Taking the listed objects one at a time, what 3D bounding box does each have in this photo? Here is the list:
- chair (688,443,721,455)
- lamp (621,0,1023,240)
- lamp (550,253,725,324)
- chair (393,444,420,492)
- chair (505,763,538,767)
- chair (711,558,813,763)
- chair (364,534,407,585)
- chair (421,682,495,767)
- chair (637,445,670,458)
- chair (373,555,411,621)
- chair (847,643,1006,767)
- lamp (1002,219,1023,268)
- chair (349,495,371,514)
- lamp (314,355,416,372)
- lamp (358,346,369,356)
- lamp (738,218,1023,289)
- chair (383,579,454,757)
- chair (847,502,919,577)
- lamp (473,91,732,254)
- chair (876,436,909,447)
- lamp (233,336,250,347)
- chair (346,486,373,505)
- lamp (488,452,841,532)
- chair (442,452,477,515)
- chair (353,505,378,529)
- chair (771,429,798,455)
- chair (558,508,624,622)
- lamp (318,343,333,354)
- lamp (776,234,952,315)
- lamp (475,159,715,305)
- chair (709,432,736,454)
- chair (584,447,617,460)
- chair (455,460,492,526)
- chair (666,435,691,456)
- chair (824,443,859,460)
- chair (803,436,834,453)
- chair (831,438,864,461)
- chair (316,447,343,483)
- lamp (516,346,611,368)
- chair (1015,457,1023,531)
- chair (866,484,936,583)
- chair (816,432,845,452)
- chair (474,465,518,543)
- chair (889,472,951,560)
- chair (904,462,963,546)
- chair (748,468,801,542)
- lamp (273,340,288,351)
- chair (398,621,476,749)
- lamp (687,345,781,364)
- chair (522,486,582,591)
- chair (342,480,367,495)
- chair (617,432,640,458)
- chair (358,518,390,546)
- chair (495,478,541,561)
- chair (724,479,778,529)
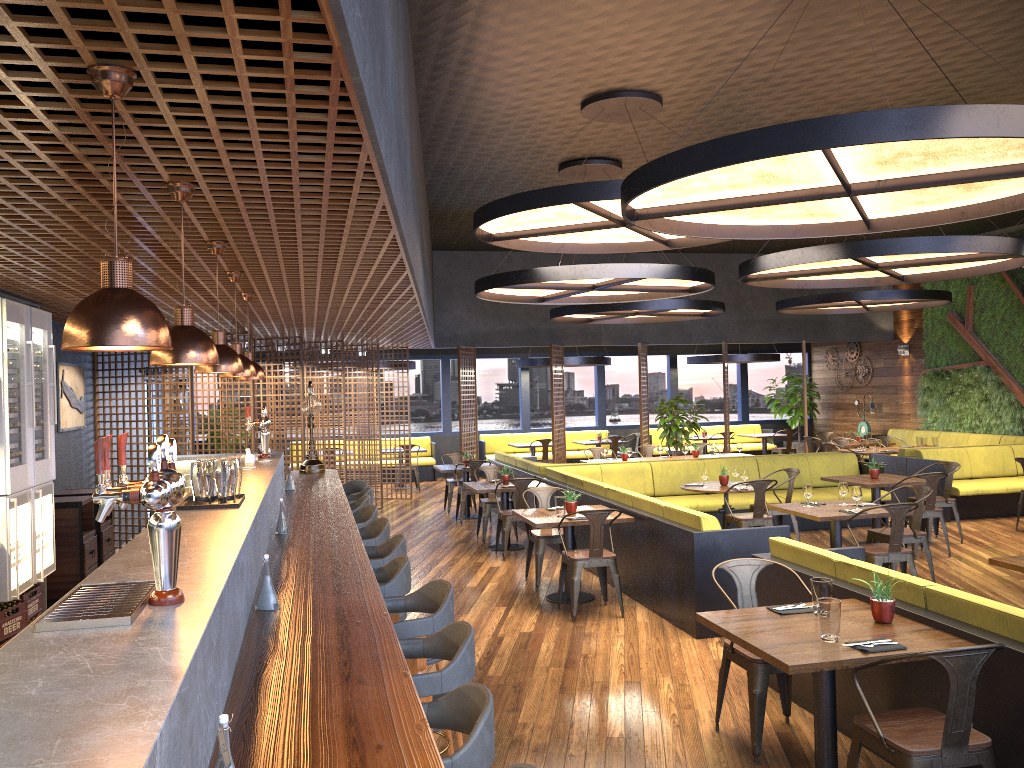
[{"bbox_3d":[3.201,1.445,14.691,0.504,0.917,0.541,-1,0,-13],"label":"chair"},{"bbox_3d":[2.049,-1.856,5.438,2.778,1.475,2.778,-2,0,42],"label":"lamp"},{"bbox_3d":[1.984,-1.808,14.268,2.778,1.475,2.778,-1,0,-13],"label":"lamp"},{"bbox_3d":[-2.002,1.592,16.886,0.504,0.917,0.541,-1,0,-13],"label":"chair"},{"bbox_3d":[-0.118,1.399,1.924,0.438,1.048,0.483,-1,0,-42],"label":"chair"},{"bbox_3d":[1.365,1.440,4.753,0.504,0.917,0.541,-1,0,-13],"label":"chair"},{"bbox_3d":[-0.836,1.435,5.258,0.438,1.048,0.483,-2,0,16],"label":"chair"},{"bbox_3d":[-0.263,1.406,2.503,0.438,1.048,0.483,-1,0,-42],"label":"chair"},{"bbox_3d":[2.324,1.467,14.490,0.504,0.917,0.541,-1,0,-13],"label":"chair"},{"bbox_3d":[-0.737,1.429,4.580,0.438,1.048,0.483,-1,0,-42],"label":"chair"},{"bbox_3d":[1.647,1.426,3.522,0.504,0.917,0.541,-1,0,-13],"label":"chair"},{"bbox_3d":[7.043,-2.137,10.395,2.778,1.159,2.778,-1,0,-23],"label":"lamp"},{"bbox_3d":[-1.395,1.461,7.406,0.438,1.048,0.483,-1,0,-42],"label":"chair"},{"bbox_3d":[-2.928,-1.358,17.574,1.979,2.172,1.979,-1,0,-6],"label":"lamp"},{"bbox_3d":[-2.595,-0.569,15.361,0.228,0.172,0.228,-1,0,-13],"label":"lamp"},{"bbox_3d":[3.759,-1.881,9.171,2.778,1.475,2.778,-2,0,36],"label":"lamp"},{"bbox_3d":[-0.464,1.419,3.905,0.438,1.048,0.483,-2,0,7],"label":"chair"},{"bbox_3d":[3.064,1.410,7.334,0.504,0.917,0.541,-1,0,-13],"label":"chair"},{"bbox_3d":[1.021,-1.992,8.157,2.778,1.159,2.778,-2,0,37],"label":"lamp"},{"bbox_3d":[6.553,1.360,15.213,0.504,0.917,0.541,-1,0,-13],"label":"chair"},{"bbox_3d":[-3.634,-0.560,11.911,0.228,0.172,0.228,-1,0,-13],"label":"lamp"},{"bbox_3d":[-1.470,1.467,8.027,0.438,1.048,0.483,-2,0,16],"label":"chair"},{"bbox_3d":[-0.097,0.624,12.743,9.057,2.714,3.017,-1,0,-13],"label":"lamp"},{"bbox_3d":[-0.831,1.546,13.910,0.504,0.917,0.541,-1,0,-13],"label":"chair"},{"bbox_3d":[-1.217,1.453,6.650,0.438,1.048,0.483,-1,0,1],"label":"chair"},{"bbox_3d":[5.741,1.400,18.661,0.504,0.917,0.541,-1,0,-13],"label":"chair"},{"bbox_3d":[0.656,1.473,7.446,0.504,0.917,0.541,-1,0,-13],"label":"chair"},{"bbox_3d":[-2.986,-0.565,14.188,0.228,0.172,0.228,-1,0,-13],"label":"lamp"},{"bbox_3d":[5.921,-1.982,15.090,2.778,1.362,2.778,-2,0,42],"label":"lamp"},{"bbox_3d":[0.937,-1.801,10.394,2.778,1.475,2.778,-1,0,-9],"label":"lamp"},{"bbox_3d":[4.347,1.434,18.341,0.504,0.917,0.541,-1,0,-13],"label":"chair"},{"bbox_3d":[1.440,1.489,14.288,0.504,0.917,0.541,-1,0,-13],"label":"chair"},{"bbox_3d":[-0.557,1.532,12.714,0.504,0.917,0.541,-1,0,-13],"label":"chair"},{"bbox_3d":[3.518,1.459,18.918,0.541,0.917,0.504,-1,0,-13],"label":"chair"},{"bbox_3d":[5.280,1.388,14.143,0.541,0.917,0.504,-1,0,-13],"label":"chair"},{"bbox_3d":[5.573,1.390,16.039,0.541,0.917,0.504,-1,0,-13],"label":"chair"},{"bbox_3d":[5.707,1.381,15.019,0.504,0.917,0.541,-1,0,-13],"label":"chair"},{"bbox_3d":[-3.396,1.627,16.566,0.504,0.917,0.541,-1,0,-13],"label":"chair"},{"bbox_3d":[1.044,-1.457,18.484,1.979,2.172,1.979,-2,0,32],"label":"lamp"},{"bbox_3d":[6.437,1.340,10.763,0.541,0.917,0.504,-1,0,-13],"label":"chair"},{"bbox_3d":[3.579,1.401,8.169,0.541,0.917,0.504,-1,0,-13],"label":"chair"},{"bbox_3d":[6.115,1.381,16.929,0.504,0.917,0.541,-1,0,-13],"label":"chair"},{"bbox_3d":[-0.209,1.516,11.294,0.504,0.917,0.541,-1,0,-13],"label":"chair"},{"bbox_3d":[4.391,1.387,9.551,0.504,0.917,0.541,-1,0,-13],"label":"chair"},{"bbox_3d":[4.925,1.377,10.338,0.541,0.917,0.504,-1,0,-13],"label":"chair"},{"bbox_3d":[2.986,1.426,10.068,0.541,0.917,0.504,-1,0,-13],"label":"chair"},{"bbox_3d":[-3.404,-0.560,13.039,0.228,0.172,0.228,-1,0,-13],"label":"lamp"},{"bbox_3d":[-0.341,1.412,3.187,0.438,1.048,0.483,-2,0,16],"label":"chair"},{"bbox_3d":[4.793,-1.552,19.344,1.979,2.172,1.979,-1,0,-28],"label":"lamp"},{"bbox_3d":[0.378,1.487,8.660,0.504,0.917,0.541,-1,0,-13],"label":"chair"},{"bbox_3d":[-1.611,1.473,8.598,0.438,1.048,0.483,-1,0,-21],"label":"chair"},{"bbox_3d":[2.444,1.485,18.610,0.541,0.917,0.504,-1,0,-13],"label":"chair"},{"bbox_3d":[-1.039,1.444,5.966,0.483,1.048,0.438,-2,0,37],"label":"chair"},{"bbox_3d":[0.068,1.502,10.080,0.504,0.917,0.541,-1,0,-13],"label":"chair"},{"bbox_3d":[2.511,1.435,9.324,0.504,0.917,0.541,-1,0,-13],"label":"chair"}]
